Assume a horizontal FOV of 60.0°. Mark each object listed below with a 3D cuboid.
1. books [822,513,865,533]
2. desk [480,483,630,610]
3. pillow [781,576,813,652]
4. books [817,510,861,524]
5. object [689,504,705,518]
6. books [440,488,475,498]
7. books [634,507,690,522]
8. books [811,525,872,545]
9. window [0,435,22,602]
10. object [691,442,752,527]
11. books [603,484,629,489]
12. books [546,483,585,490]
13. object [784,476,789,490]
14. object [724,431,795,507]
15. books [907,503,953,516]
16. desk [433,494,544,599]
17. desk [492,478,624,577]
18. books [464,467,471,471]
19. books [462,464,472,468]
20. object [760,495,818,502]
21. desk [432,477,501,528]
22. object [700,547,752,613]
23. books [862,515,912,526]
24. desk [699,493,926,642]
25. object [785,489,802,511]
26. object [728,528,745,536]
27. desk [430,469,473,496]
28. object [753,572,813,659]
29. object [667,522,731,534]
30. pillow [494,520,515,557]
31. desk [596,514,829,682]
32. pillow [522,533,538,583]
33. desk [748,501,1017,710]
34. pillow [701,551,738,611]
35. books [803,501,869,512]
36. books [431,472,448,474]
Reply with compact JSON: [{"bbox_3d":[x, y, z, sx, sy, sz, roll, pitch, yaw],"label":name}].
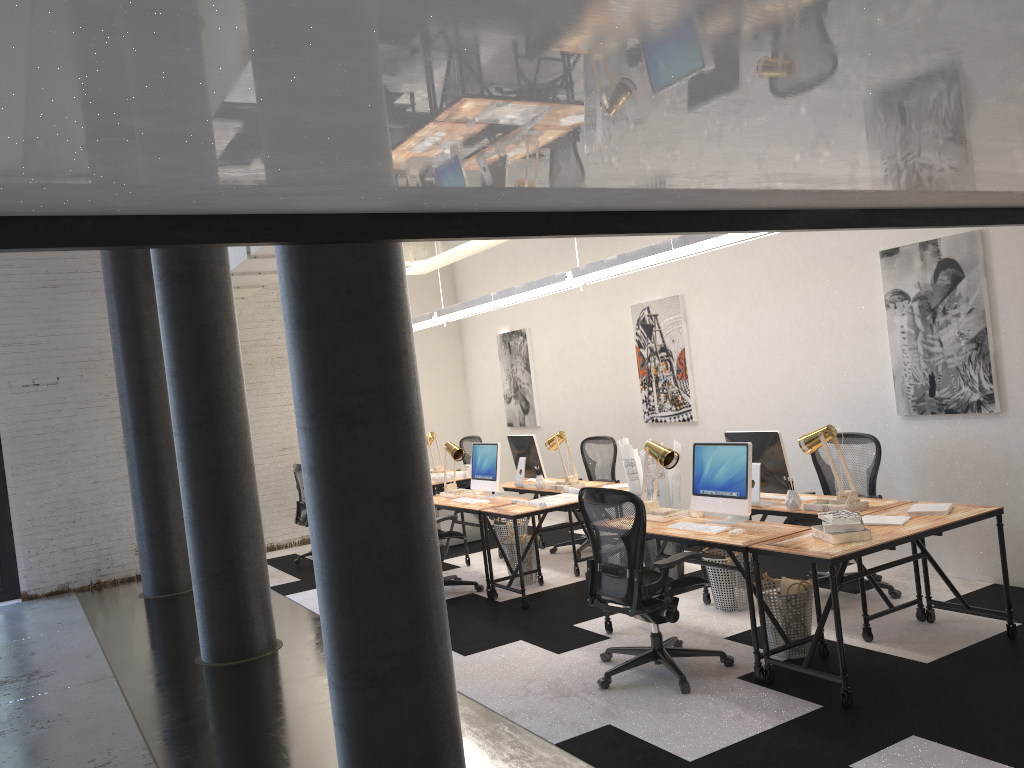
[{"bbox_3d":[1.692,0.710,4.541,0.193,0.044,0.257,-7,0,17],"label":"books"},{"bbox_3d":[0.513,1.279,7.193,1.399,0.725,0.530,-7,1,-30],"label":"desk"},{"bbox_3d":[1.625,1.313,5.071,0.119,0.406,0.239,-7,1,-29],"label":"pillow"},{"bbox_3d":[1.674,0.680,4.541,0.153,0.030,0.185,-7,0,-2],"label":"books"},{"bbox_3d":[1.173,0.778,5.612,0.101,0.127,0.101,-7,1,15],"label":"object"},{"bbox_3d":[-0.508,1.013,8.233,0.225,0.038,0.309,-7,0,-30],"label":"books"},{"bbox_3d":[0.967,0.845,5.742,0.225,0.038,0.309,-7,0,-30],"label":"books"},{"bbox_3d":[1.675,0.759,4.527,0.200,0.050,0.271,-7,0,-3],"label":"books"},{"bbox_3d":[-6.762,-0.046,9.092,2.489,5.180,0.138,-7,1,-30],"label":"window"},{"bbox_3d":[1.267,0.587,5.286,0.189,0.485,0.484,-7,1,-30],"label":"object"},{"bbox_3d":[0.885,0.862,7.456,0.243,0.019,0.205,-7,0,7],"label":"books"},{"bbox_3d":[0.470,0.898,7.819,0.225,0.038,0.309,-7,0,-30],"label":"books"},{"bbox_3d":[1.711,0.671,5.463,0.054,0.207,0.008,-6,1,43],"label":"object"},{"bbox_3d":[1.592,0.547,5.776,0.189,0.485,0.484,-7,1,-30],"label":"object"},{"bbox_3d":[2.319,0.695,4.916,0.200,0.024,0.235,-7,0,34],"label":"books"},{"bbox_3d":[-0.340,1.379,7.825,0.529,0.725,1.402,-7,1,-30],"label":"desk"},{"bbox_3d":[0.392,1.291,8.240,0.529,0.725,1.402,-7,1,-30],"label":"desk"},{"bbox_3d":[-0.419,0.925,9.732,0.193,0.044,0.257,-7,0,-13],"label":"books"},{"bbox_3d":[-0.436,0.895,9.725,0.152,0.030,0.185,-7,0,-32],"label":"books"},{"bbox_3d":[1.824,0.754,5.868,0.118,0.018,0.439,-7,0,-30],"label":"object"},{"bbox_3d":[-0.840,1.412,9.507,1.399,0.725,0.530,-7,1,-30],"label":"desk"},{"bbox_3d":[1.483,1.314,6.053,0.353,0.435,0.359,-7,1,-33],"label":"object"},{"bbox_3d":[2.001,0.736,4.781,0.243,0.019,0.205,-7,0,37],"label":"books"},{"bbox_3d":[1.867,1.122,5.749,0.529,0.725,1.402,-7,1,-30],"label":"desk"},{"bbox_3d":[1.729,0.712,5.456,0.101,0.127,0.101,-7,1,15],"label":"object"},{"bbox_3d":[1.247,0.818,4.913,0.106,0.029,0.059,-7,0,-29],"label":"object"},{"bbox_3d":[-0.961,1.424,10.554,0.529,0.725,1.402,-7,1,-30],"label":"desk"},{"bbox_3d":[1.553,1.309,5.035,0.353,0.435,0.359,-7,1,-33],"label":"object"},{"bbox_3d":[1.091,0.843,5.202,0.118,0.018,0.439,-7,0,-30],"label":"object"},{"bbox_3d":[-0.060,1.505,8.509,0.119,0.406,0.239,-7,1,-29],"label":"pillow"},{"bbox_3d":[1.135,1.211,5.334,0.529,0.725,1.402,-7,1,-30],"label":"desk"},{"bbox_3d":[0.150,1.482,7.561,0.119,0.406,0.239,-7,1,-29],"label":"pillow"},{"bbox_3d":[1.988,1.111,4.702,1.399,0.725,0.530,-7,1,-30],"label":"desk"},{"bbox_3d":[1.415,1.336,6.019,0.119,0.406,0.239,-7,1,-29],"label":"pillow"},{"bbox_3d":[1.945,0.729,5.328,0.225,0.038,0.309,-7,0,-30],"label":"books"},{"bbox_3d":[-0.883,1.031,10.133,0.225,0.038,0.309,-7,0,-30],"label":"books"}]
